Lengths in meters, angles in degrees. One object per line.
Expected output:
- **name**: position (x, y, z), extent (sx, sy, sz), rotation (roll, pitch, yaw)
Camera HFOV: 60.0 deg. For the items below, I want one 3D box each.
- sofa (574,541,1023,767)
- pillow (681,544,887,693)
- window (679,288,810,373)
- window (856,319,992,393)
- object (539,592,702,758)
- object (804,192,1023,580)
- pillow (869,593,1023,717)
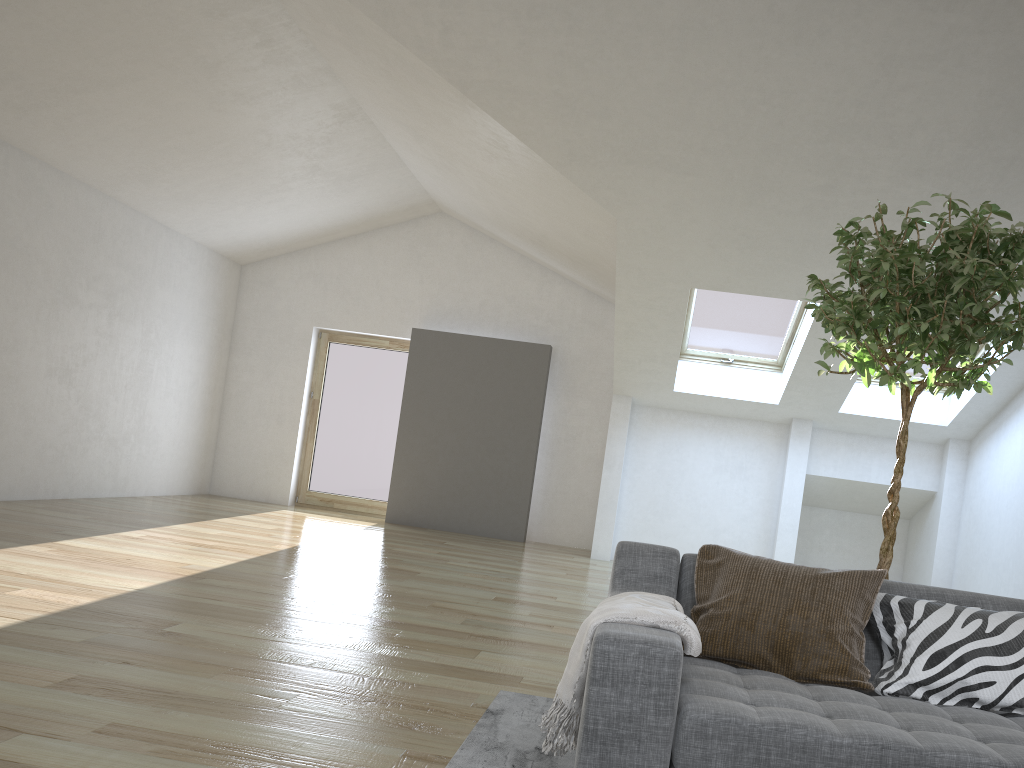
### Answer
- **sofa**: position (1.470, 0.953, 2.340), extent (2.523, 0.683, 1.002), rotation (7, -4, 6)
- **pillow**: position (0.770, 0.670, 2.583), extent (0.586, 0.337, 0.305), rotation (7, -3, 16)
- **window**: position (2.115, -0.548, 8.200), extent (1.507, 0.727, 1.864), rotation (7, -4, 8)
- **window**: position (3.721, -0.339, 8.053), extent (1.507, 0.727, 1.864), rotation (7, -4, 8)
- **object**: position (0.295, 0.763, 2.330), extent (0.365, 0.418, 0.473), rotation (7, -3, 11)
- **object**: position (1.354, 0.330, 3.113), extent (0.829, 2.016, 0.786), rotation (8, -1, -14)
- **pillow**: position (1.279, 0.764, 2.492), extent (0.574, 0.283, 0.350), rotation (7, -3, 7)
